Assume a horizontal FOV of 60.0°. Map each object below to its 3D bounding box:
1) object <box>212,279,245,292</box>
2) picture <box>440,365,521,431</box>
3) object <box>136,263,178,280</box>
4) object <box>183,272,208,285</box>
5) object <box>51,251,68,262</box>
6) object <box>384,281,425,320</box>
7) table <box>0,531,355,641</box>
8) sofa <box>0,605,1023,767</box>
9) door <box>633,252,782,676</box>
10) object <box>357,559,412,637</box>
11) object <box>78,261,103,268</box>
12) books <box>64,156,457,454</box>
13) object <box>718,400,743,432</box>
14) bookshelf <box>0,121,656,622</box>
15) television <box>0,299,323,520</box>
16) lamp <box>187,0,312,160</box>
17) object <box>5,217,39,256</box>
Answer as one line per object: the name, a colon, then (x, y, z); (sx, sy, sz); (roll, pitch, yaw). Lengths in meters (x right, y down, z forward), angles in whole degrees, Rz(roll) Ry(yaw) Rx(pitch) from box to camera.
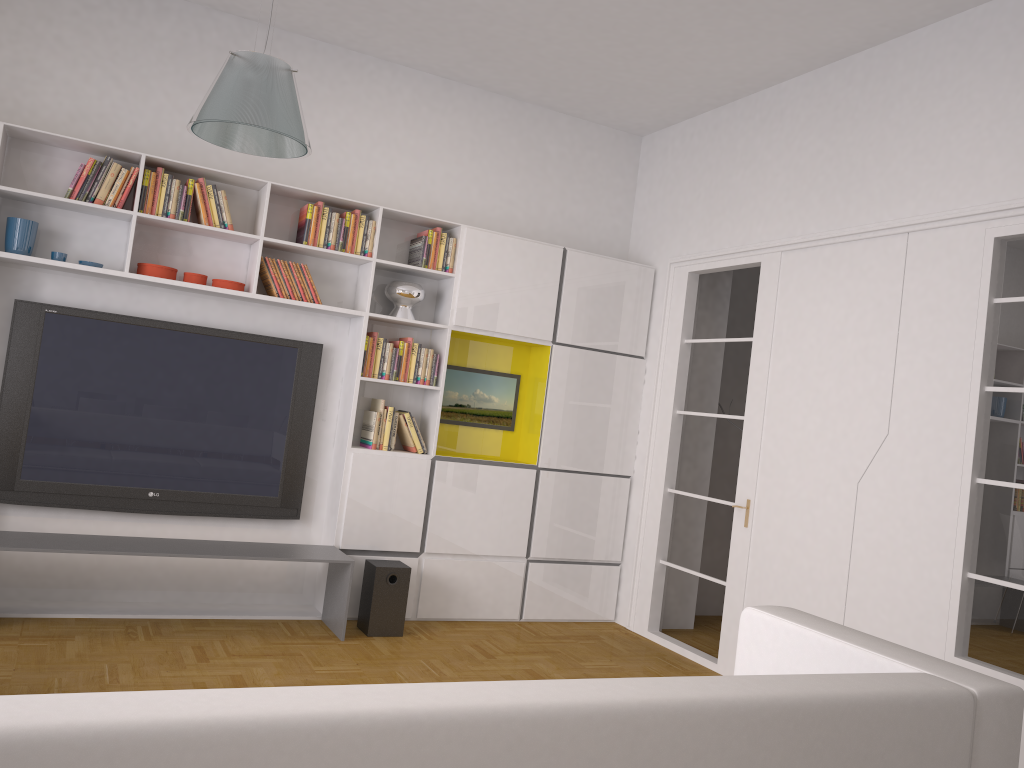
object: (-1.627, -0.558, 5.082); (0.182, 0.054, 0.183); (8, -2, -30)
picture: (-0.234, 0.095, 5.939); (0.608, 0.388, 0.007); (8, -3, -26)
object: (-1.975, -0.616, 4.931); (0.211, 0.073, 0.210); (5, -3, 39)
object: (-1.795, -0.584, 5.020); (0.128, 0.073, 0.129); (8, -2, -30)
object: (-2.406, -0.667, 4.705); (0.078, 0.056, 0.078); (7, -2, -1)
object: (-0.679, -0.514, 5.566); (0.256, 0.239, 0.257); (8, -3, -18)
table: (-1.858, 1.054, 4.593); (1.970, 0.435, 0.437); (8, -3, -26)
sofa: (-0.181, 0.954, 1.848); (2.619, 0.849, 0.822); (8, -3, -26)
door: (1.199, 0.443, 5.509); (0.139, 2.457, 1.009); (9, -3, -26)
object: (-0.737, 1.231, 5.106); (0.211, 0.392, 0.217); (8, -3, -26)
object: (-2.269, -0.636, 4.773); (0.123, 0.032, 0.124); (9, -3, -40)
books: (-2.186, -0.516, 4.820); (3.857, 1.457, 0.235); (8, -3, -26)
object: (1.796, 0.782, 6.311); (0.885, 2.007, 0.589); (7, -3, -6)
bookshelf: (-1.602, 0.071, 5.151); (5.358, 2.482, 0.389); (8, -3, -26)
television: (-1.968, 0.193, 5.044); (1.658, 1.089, 0.082); (8, -3, -26)
lamp: (-0.928, -1.553, 3.438); (0.464, 1.251, 0.464); (9, -3, -27)
object: (-2.566, -0.759, 4.626); (0.147, 0.193, 0.147); (9, -3, -37)
